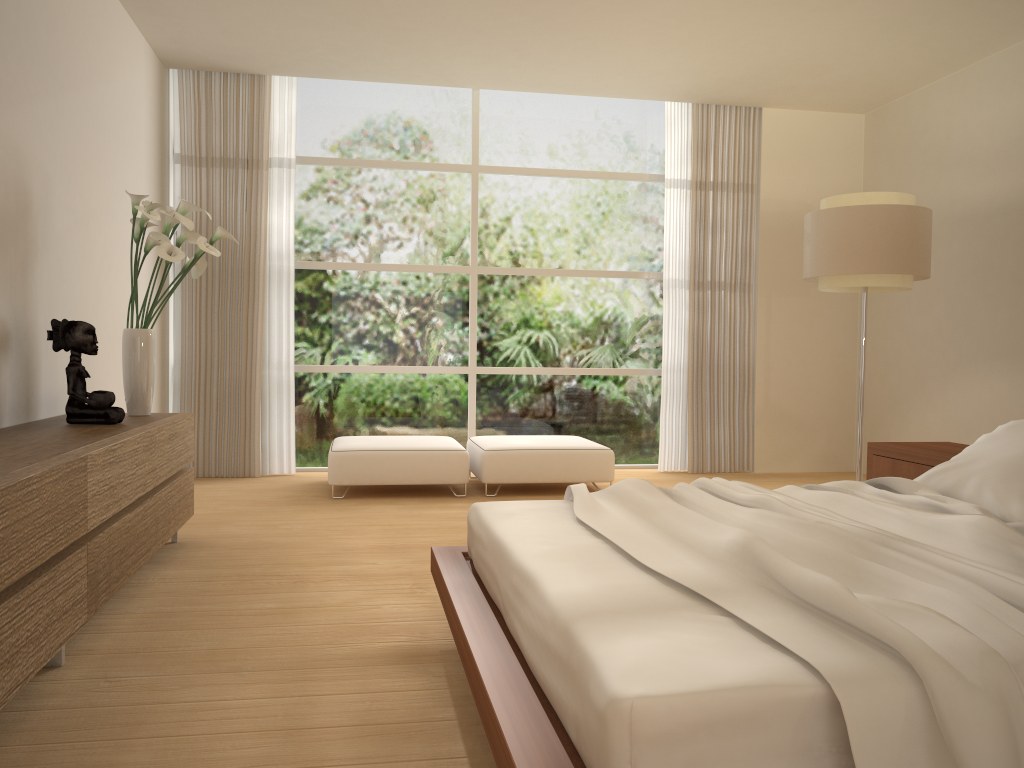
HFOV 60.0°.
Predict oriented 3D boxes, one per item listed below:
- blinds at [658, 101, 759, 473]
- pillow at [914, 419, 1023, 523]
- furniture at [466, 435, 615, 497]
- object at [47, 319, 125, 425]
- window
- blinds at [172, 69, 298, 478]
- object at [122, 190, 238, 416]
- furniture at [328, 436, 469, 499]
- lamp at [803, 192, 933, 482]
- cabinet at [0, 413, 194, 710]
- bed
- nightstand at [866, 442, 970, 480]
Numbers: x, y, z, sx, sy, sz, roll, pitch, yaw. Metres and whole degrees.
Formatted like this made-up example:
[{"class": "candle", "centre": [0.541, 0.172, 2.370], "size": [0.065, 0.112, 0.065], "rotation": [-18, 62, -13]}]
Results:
[{"class": "blinds", "centre": [1.677, -0.923, 7.503], "size": [0.814, 3.351, 0.202], "rotation": [0, 2, -11]}, {"class": "pillow", "centre": [1.884, 0.320, 2.634], "size": [0.561, 0.339, 1.720], "rotation": [0, 2, -10]}, {"class": "furniture", "centre": [0.183, 0.591, 6.627], "size": [0.965, 0.346, 0.964], "rotation": [0, 2, -10]}, {"class": "object", "centre": [-1.833, -0.054, 3.833], "size": [0.282, 0.453, 0.181], "rotation": [0, 2, -10]}, {"class": "window", "centre": [-0.326, -0.958, 7.462], "size": [4.781, 3.371, 0.071], "rotation": [0, 2, -10]}, {"class": "blinds", "centre": [-2.156, -0.953, 6.879], "size": [0.950, 3.352, 0.211], "rotation": [0, 2, -11]}, {"class": "object", "centre": [-1.674, -0.388, 4.350], "size": [0.608, 1.085, 0.515], "rotation": [2, 3, 38]}, {"class": "furniture", "centre": [-0.837, 0.583, 6.447], "size": [0.965, 0.346, 0.964], "rotation": [0, 2, -10]}, {"class": "lamp", "centre": [2.287, -0.186, 5.776], "size": [0.817, 2.018, 0.817], "rotation": [2, 2, 33]}, {"class": "cabinet", "centre": [-1.617, 0.547, 2.722], "size": [0.588, 0.662, 3.713], "rotation": [0, 2, -10]}, {"class": "bed", "centre": [1.137, 0.640, 2.473], "size": [2.535, 0.570, 2.599], "rotation": [0, 2, -10]}, {"class": "nightstand", "centre": [2.523, 0.663, 2.773], "size": [0.493, 0.539, 4.220], "rotation": [0, 2, -10]}]
